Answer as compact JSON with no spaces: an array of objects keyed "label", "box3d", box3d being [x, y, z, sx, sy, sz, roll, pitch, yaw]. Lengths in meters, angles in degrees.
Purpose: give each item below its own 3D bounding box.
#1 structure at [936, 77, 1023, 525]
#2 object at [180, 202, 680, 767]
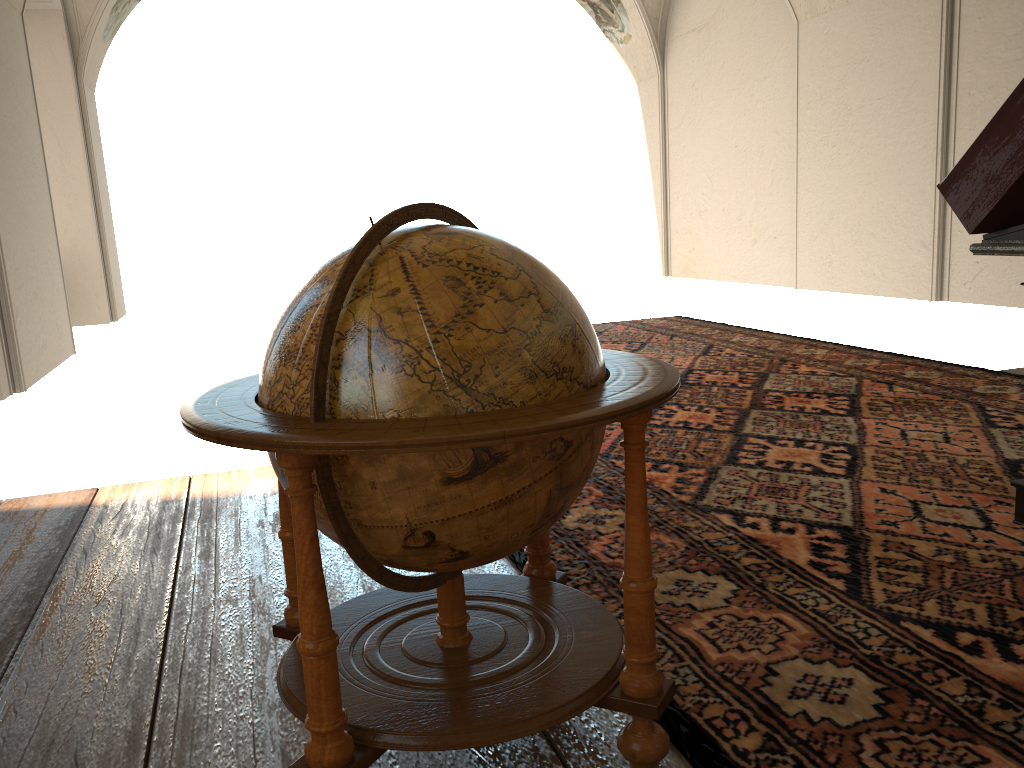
[{"label":"structure","box3d":[2.651,-0.302,3.035,1.244,1.989,1.885,-7,11,-17]},{"label":"object","box3d":[-0.190,0.249,2.406,1.279,1.454,1.274,1,12,20]}]
